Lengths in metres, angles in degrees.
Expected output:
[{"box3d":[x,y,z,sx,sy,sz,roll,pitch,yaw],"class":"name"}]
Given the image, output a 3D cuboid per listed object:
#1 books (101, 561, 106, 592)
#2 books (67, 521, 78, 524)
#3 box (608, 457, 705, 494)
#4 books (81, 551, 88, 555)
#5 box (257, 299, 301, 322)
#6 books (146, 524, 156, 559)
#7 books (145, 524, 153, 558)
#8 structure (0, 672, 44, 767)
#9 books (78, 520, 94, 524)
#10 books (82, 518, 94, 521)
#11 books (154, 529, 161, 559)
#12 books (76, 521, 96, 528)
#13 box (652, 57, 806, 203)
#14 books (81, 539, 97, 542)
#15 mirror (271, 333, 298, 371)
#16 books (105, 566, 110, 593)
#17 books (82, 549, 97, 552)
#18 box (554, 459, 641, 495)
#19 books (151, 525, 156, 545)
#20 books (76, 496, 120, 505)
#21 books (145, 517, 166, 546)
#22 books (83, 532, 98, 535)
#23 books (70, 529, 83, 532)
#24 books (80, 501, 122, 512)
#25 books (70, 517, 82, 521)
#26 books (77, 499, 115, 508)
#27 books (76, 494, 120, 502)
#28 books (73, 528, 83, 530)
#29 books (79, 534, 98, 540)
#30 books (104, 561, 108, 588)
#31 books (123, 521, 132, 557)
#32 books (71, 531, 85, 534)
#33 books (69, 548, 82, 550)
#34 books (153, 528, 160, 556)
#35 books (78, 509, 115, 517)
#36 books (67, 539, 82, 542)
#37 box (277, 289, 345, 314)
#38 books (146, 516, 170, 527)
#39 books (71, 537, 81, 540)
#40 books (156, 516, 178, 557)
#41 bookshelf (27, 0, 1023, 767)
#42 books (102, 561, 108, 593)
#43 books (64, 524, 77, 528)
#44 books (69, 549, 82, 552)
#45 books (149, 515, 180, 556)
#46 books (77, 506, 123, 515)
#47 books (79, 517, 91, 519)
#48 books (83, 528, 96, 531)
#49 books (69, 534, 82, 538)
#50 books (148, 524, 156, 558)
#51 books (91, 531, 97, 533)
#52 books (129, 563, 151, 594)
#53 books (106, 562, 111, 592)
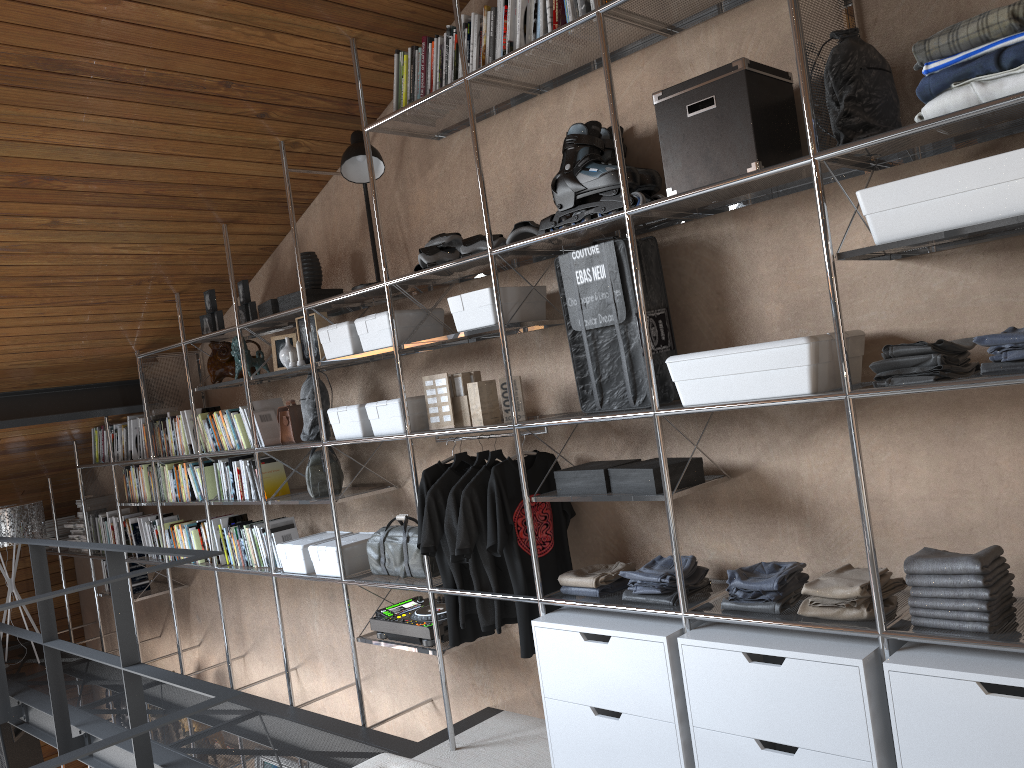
[{"box3d":[-2.587,1.232,5.755,0.011,0.201,0.127,-8,0,44],"class":"books"},{"box3d":[-2.911,0.929,6.085,0.231,0.012,0.159,-8,0,-41],"class":"books"},{"box3d":[0.446,0.283,2.738,0.208,0.079,0.207,-8,0,-34],"class":"box"},{"box3d":[-2.693,1.091,5.869,0.252,0.016,0.182,-8,0,-40],"class":"books"},{"box3d":[-1.041,-0.346,4.103,0.208,0.079,0.207,-8,0,-32],"class":"box"},{"box3d":[-2.050,0.907,5.176,0.046,0.200,0.127,-8,0,44],"class":"books"},{"box3d":[-2.072,0.910,5.212,0.046,0.200,0.127,-8,0,44],"class":"books"},{"box3d":[-3.559,2.419,6.084,0.461,0.735,0.488,-8,0,4],"class":"structure"},{"box3d":[-2.719,0.890,5.868,0.254,0.012,0.158,-8,0,-34],"class":"books"},{"box3d":[-2.708,0.875,5.874,0.222,0.012,0.160,-8,0,-40],"class":"books"},{"box3d":[-1.990,0.911,5.114,0.039,0.176,0.112,-8,0,44],"class":"books"},{"box3d":[-2.708,0.908,5.862,0.288,0.025,0.175,-8,0,-40],"class":"books"},{"box3d":[0.600,-0.686,2.449,0.289,0.295,0.266,-8,0,44],"class":"box"},{"box3d":[-2.689,1.007,5.867,0.258,0.016,0.181,-8,0,-44],"class":"books"},{"box3d":[-1.048,-0.146,4.147,0.130,0.168,0.069,-8,0,14],"class":"mirror"},{"box3d":[-2.545,1.241,5.703,0.014,0.172,0.119,-8,0,44],"class":"books"},{"box3d":[-2.681,1.073,5.861,0.182,0.016,0.247,-8,0,44],"class":"books"},{"box3d":[0.286,0.305,2.908,0.207,0.079,0.208,-8,0,43],"class":"box"},{"box3d":[-2.014,0.900,5.156,0.055,0.206,0.125,-8,0,44],"class":"books"},{"box3d":[-2.738,0.771,5.877,0.182,0.016,0.228,-8,0,44],"class":"books"},{"box3d":[-2.053,0.899,5.218,0.048,0.217,0.164,-8,0,44],"class":"books"},{"box3d":[-2.698,0.967,5.872,0.160,0.012,0.222,-8,0,38],"class":"books"},{"box3d":[-2.893,0.987,6.091,0.161,0.012,0.206,-8,0,34],"class":"books"},{"box3d":[-2.707,0.809,5.879,0.180,0.028,0.234,-8,0,44],"class":"books"},{"box3d":[-2.900,0.914,6.093,0.161,0.012,0.206,-8,0,44],"class":"books"},{"box3d":[-2.736,0.789,5.876,0.174,0.021,0.216,-8,0,44],"class":"books"},{"box3d":[-2.743,0.755,5.889,0.182,0.016,0.228,-8,0,44],"class":"books"},{"box3d":[-2.889,0.975,6.100,0.208,0.013,0.161,-8,0,-41],"class":"books"},{"box3d":[-2.697,0.987,5.862,0.258,0.028,0.180,-8,0,-40],"class":"books"},{"box3d":[-2.552,1.227,5.716,0.011,0.201,0.127,-8,0,44],"class":"books"},{"box3d":[-2.309,0.935,5.420,0.014,0.215,0.137,-8,0,44],"class":"books"},{"box3d":[-2.880,1.001,6.090,0.167,0.017,0.213,-8,0,39],"class":"books"},{"box3d":[-2.875,1.099,6.079,0.182,0.016,0.234,-8,0,39],"class":"books"},{"box3d":[-1.994,0.908,5.126,0.044,0.182,0.117,-8,0,44],"class":"books"},{"box3d":[-2.733,0.852,5.865,0.167,0.017,0.208,-8,0,44],"class":"books"},{"box3d":[-2.884,1.057,6.080,0.180,0.028,0.240,-8,0,34],"class":"books"},{"box3d":[-0.892,-0.367,3.946,0.207,0.079,0.208,-8,0,41],"class":"box"},{"box3d":[-2.046,0.897,5.211,0.047,0.218,0.171,-8,0,44],"class":"books"},{"box3d":[-2.872,1.032,6.075,0.234,0.016,0.182,-8,0,-41],"class":"books"},{"box3d":[-1.959,0.880,5.086,0.057,0.230,0.122,-8,0,44],"class":"books"},{"box3d":[0.462,0.898,2.862,10.737,6.219,0.421,-8,0,44],"class":"bookshelf"},{"box3d":[-2.565,1.229,5.718,0.011,0.201,0.127,-8,0,44],"class":"books"},{"box3d":[-2.900,0.947,6.080,0.176,0.025,0.268,-8,0,44],"class":"books"},{"box3d":[-2.888,1.117,6.086,0.182,0.016,0.234,-8,0,44],"class":"books"},{"box3d":[-2.009,0.889,5.183,0.046,0.217,0.177,-8,0,44],"class":"books"},{"box3d":[-2.720,0.833,5.862,0.182,0.016,0.228,-8,0,44],"class":"books"},{"box3d":[-2.733,0.867,5.876,0.161,0.012,0.201,-8,0,44],"class":"books"},{"box3d":[-2.692,0.939,5.869,0.167,0.017,0.225,-8,0,44],"class":"books"},{"box3d":[-2.874,1.017,6.074,0.182,0.016,0.234,-8,0,34],"class":"books"},{"box3d":[-2.037,0.905,5.174,0.046,0.200,0.127,-8,0,44],"class":"books"},{"box3d":[-2.694,0.954,5.880,0.227,0.013,0.160,-8,0,-34],"class":"books"},{"box3d":[-2.331,1.201,5.502,0.049,0.191,0.138,-8,0,44],"class":"books"},{"box3d":[-2.509,1.210,5.692,0.017,0.223,0.161,-8,0,44],"class":"books"}]
